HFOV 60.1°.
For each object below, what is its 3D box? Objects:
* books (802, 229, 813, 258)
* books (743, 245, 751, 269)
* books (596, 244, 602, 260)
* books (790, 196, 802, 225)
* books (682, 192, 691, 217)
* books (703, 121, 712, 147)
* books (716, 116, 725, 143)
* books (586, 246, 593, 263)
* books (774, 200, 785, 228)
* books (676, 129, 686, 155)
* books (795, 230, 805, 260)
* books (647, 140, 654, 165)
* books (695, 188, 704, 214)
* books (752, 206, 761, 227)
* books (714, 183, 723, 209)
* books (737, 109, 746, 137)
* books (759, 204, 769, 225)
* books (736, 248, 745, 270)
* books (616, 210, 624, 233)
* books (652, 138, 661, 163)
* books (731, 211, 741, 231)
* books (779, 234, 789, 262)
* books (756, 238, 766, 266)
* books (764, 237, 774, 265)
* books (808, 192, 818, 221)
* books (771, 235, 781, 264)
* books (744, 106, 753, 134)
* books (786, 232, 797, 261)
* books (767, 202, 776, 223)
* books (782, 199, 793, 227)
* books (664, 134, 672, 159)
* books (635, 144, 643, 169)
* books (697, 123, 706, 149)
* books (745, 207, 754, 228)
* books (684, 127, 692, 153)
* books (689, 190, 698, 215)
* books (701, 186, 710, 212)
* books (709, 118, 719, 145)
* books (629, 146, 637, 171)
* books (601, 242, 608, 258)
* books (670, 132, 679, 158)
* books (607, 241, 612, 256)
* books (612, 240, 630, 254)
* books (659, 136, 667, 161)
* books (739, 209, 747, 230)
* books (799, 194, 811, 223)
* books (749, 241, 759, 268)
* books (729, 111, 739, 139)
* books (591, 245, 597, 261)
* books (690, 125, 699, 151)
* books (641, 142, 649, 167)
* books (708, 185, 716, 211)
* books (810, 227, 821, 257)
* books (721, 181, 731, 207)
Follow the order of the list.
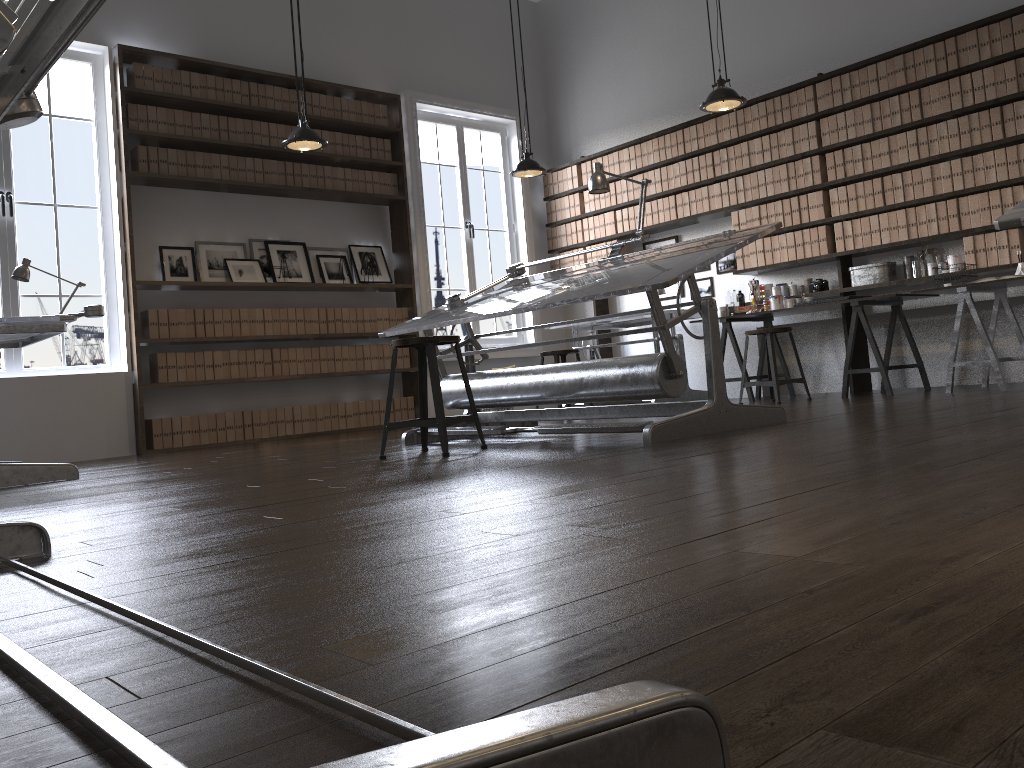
[{"bbox_3d":[2.366,-1.099,6.961,0.175,0.226,0.066,-3,-3,-41],"label":"books"},{"bbox_3d":[2.005,-1.069,7.377,0.175,0.226,0.066,-3,-3,-41],"label":"books"},{"bbox_3d":[0.911,-1.248,8.627,0.175,0.226,0.066,-3,-3,-41],"label":"books"},{"bbox_3d":[2.295,-1.365,7.026,0.175,0.226,0.066,-3,-3,-41],"label":"books"},{"bbox_3d":[1.592,-1.577,7.825,0.174,0.226,0.066,-3,-3,-41],"label":"books"},{"bbox_3d":[1.739,-2.144,7.639,0.175,0.226,0.066,-3,-3,-41],"label":"books"},{"bbox_3d":[1.826,-2.152,7.537,0.175,0.226,0.066,-3,-3,-41],"label":"books"},{"bbox_3d":[0.820,-1.241,8.726,0.175,0.226,0.066,-3,-3,-41],"label":"books"},{"bbox_3d":[2.201,-1.357,7.136,0.174,0.226,0.066,-3,-3,-41],"label":"books"},{"bbox_3d":[1.548,-2.128,7.852,0.175,0.226,0.066,-3,-3,-41],"label":"books"},{"bbox_3d":[2.321,-1.095,7.006,0.175,0.226,0.066,-3,-3,-41],"label":"books"},{"bbox_3d":[1.323,-2.109,8.115,0.174,0.226,0.066,-3,-3,-41],"label":"books"},{"bbox_3d":[1.688,-1.585,7.721,0.175,0.226,0.066,-3,-3,-41],"label":"books"},{"bbox_3d":[2.063,-1.345,7.292,0.175,0.226,0.066,-3,-3,-41],"label":"books"},{"bbox_3d":[1.814,-1.596,7.571,0.175,0.226,0.066,-3,-3,-41],"label":"books"},{"bbox_3d":[1.960,-2.163,7.383,0.175,0.226,0.066,-3,-3,-41],"label":"books"},{"bbox_3d":[2.111,-1.349,7.245,0.175,0.226,0.066,-3,-3,-41],"label":"books"},{"bbox_3d":[1.958,-1.064,7.424,0.175,0.226,0.066,-3,-3,-41],"label":"books"},{"bbox_3d":[1.081,-1.534,8.417,0.175,0.226,0.066,-3,-3,-41],"label":"books"},{"bbox_3d":[1.367,-2.113,8.058,0.175,0.226,0.066,-3,-3,-41],"label":"books"},{"bbox_3d":[1.932,-1.334,7.445,0.175,0.226,0.066,-3,-3,-41],"label":"books"},{"bbox_3d":[2.229,-1.087,7.117,0.174,0.226,0.066,-3,-3,-41],"label":"books"},{"bbox_3d":[2.091,-1.076,7.273,0.175,0.226,0.066,-3,-3,-41],"label":"books"},{"bbox_3d":[2.140,-1.080,7.223,0.175,0.226,0.066,-3,-3,-41],"label":"books"},{"bbox_3d":[2.396,-1.373,6.915,0.175,0.226,0.066,-3,-3,-41],"label":"books"},{"bbox_3d":[2.187,-1.084,7.172,0.174,0.226,0.066,-3,-3,-41],"label":"books"},{"bbox_3d":[2.007,-2.167,7.331,0.174,0.226,0.066,-3,-3,-41],"label":"books"},{"bbox_3d":[2.274,-1.091,7.060,0.175,0.226,0.066,-3,-3,-41],"label":"books"},{"bbox_3d":[2.158,-1.353,7.192,0.174,0.226,0.066,-3,-3,-41],"label":"books"},{"bbox_3d":[2.251,-1.361,7.086,0.175,0.226,0.066,-3,-3,-41],"label":"books"},{"bbox_3d":[1.459,-2.121,7.959,0.175,0.226,0.066,-3,-3,-41],"label":"books"},{"bbox_3d":[1.233,-2.102,8.221,0.175,0.226,0.066,-3,-3,-41],"label":"books"},{"bbox_3d":[1.693,-2.141,7.692,0.174,0.226,0.066,-3,-3,-41],"label":"books"},{"bbox_3d":[2.023,-1.342,7.345,0.175,0.226,0.066,-3,-3,-41],"label":"books"},{"bbox_3d":[1.601,-2.133,7.799,0.175,0.226,0.066,-3,-3,-41],"label":"books"},{"bbox_3d":[1.642,-1.581,7.775,0.174,0.226,0.066,-3,-3,-41],"label":"books"},{"bbox_3d":[1.728,-1.588,7.667,0.175,0.226,0.066,-3,-3,-41],"label":"books"},{"bbox_3d":[1.779,-2.148,7.584,0.175,0.226,0.066,-3,-3,-41],"label":"books"},{"bbox_3d":[1.184,-2.098,8.271,0.175,0.226,0.066,-3,-3,-41],"label":"books"},{"bbox_3d":[0.951,-1.252,8.574,0.175,0.226,0.066,-3,-3,-41],"label":"books"},{"bbox_3d":[1.504,-2.125,7.911,0.175,0.226,0.066,-3,-3,-41],"label":"books"},{"bbox_3d":[1.002,-1.256,8.526,0.174,0.226,0.066,-3,-3,-41],"label":"books"},{"bbox_3d":[1.046,-1.260,8.472,0.175,0.226,0.066,-3,-3,-41],"label":"books"},{"bbox_3d":[1.414,-2.117,8.004,0.175,0.226,0.066,-3,-3,-41],"label":"books"},{"bbox_3d":[1.981,-1.338,7.392,0.175,0.226,0.066,-3,-3,-41],"label":"books"},{"bbox_3d":[2.348,-1.369,6.973,0.175,0.226,0.066,-3,-3,-41],"label":"books"},{"bbox_3d":[2.045,-1.072,7.329,0.175,0.226,0.066,-3,-3,-41],"label":"books"},{"bbox_3d":[1.912,-2.159,7.433,0.175,0.226,0.066,-3,-3,-41],"label":"books"},{"bbox_3d":[0.869,-1.245,8.673,0.175,0.226,0.066,-3,-3,-41],"label":"books"},{"bbox_3d":[1.644,-2.136,7.743,0.174,0.226,0.066,-3,-3,-41],"label":"books"},{"bbox_3d":[1.280,-2.106,8.170,0.174,0.226,0.066,-3,-3,-41],"label":"books"},{"bbox_3d":[1.775,-1.593,7.620,0.175,0.226,0.066,-3,-3,-41],"label":"books"},{"bbox_3d":[2.410,-1.103,6.913,0.175,0.226,0.066,-3,-3,-41],"label":"books"},{"bbox_3d":[1.860,-1.600,7.516,0.175,0.226,0.066,-3,-3,-41],"label":"books"}]
